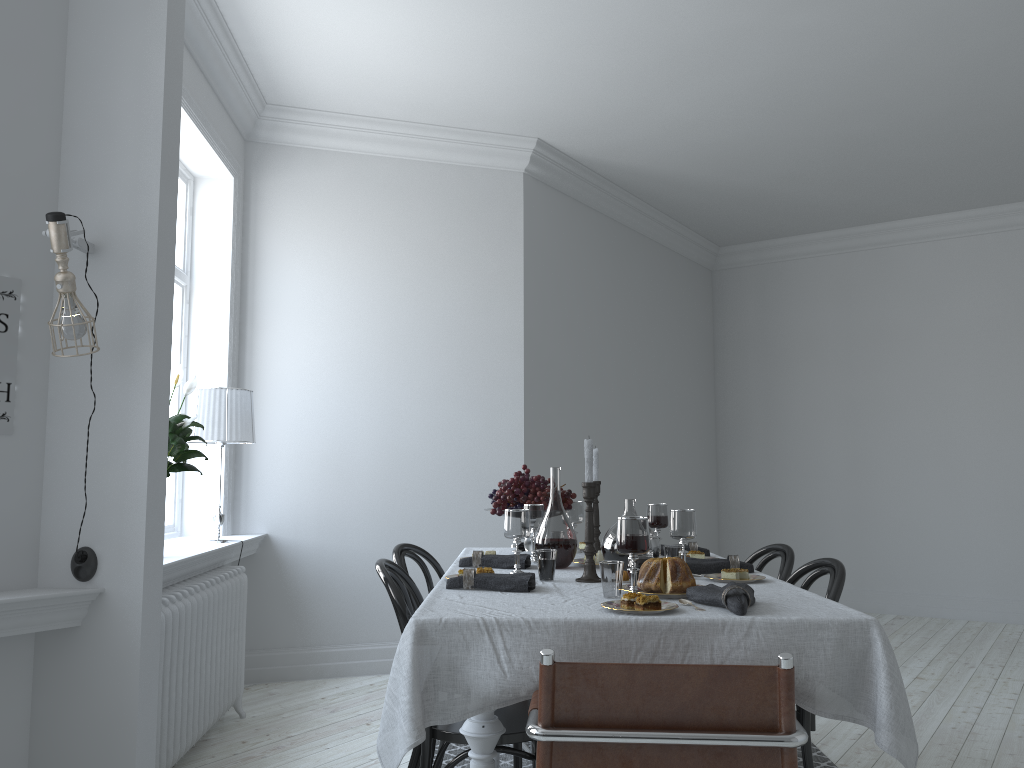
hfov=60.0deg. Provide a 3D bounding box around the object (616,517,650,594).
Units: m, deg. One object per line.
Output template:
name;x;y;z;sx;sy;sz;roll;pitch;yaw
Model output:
object;0.308;0.447;2.249;0.083;0.215;0.083;-5;-8;38

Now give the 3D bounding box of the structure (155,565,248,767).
structure;-1.361;1.182;3.552;0.245;0.753;1.710;0;-6;-4

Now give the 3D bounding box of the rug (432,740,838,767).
rug;0.434;1.456;2.907;1.701;0.021;2.166;0;-6;1

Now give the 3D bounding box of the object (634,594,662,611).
object;0.321;0.515;2.087;0.057;0.041;0.038;2;-7;-23

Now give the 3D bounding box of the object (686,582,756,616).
object;0.556;0.514;2.156;0.165;0.061;0.247;2;-6;-17

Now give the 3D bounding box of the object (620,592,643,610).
object;0.291;0.521;2.135;0.051;0.039;0.036;2;-6;-17

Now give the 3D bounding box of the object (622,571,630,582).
object;0.400;0.582;2.703;0.167;0.031;0.031;2;-6;-21

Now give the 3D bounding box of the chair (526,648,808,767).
chair;0.309;0.940;1.876;0.546;0.837;0.593;-1;-6;5

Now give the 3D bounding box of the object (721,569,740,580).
object;0.664;0.581;2.698;0.021;0.037;0.057;5;-8;-38

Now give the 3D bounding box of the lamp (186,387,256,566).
lamp;-1.461;0.692;4.414;0.335;1.331;0.335;-2;-6;21

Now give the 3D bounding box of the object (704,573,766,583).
object;0.680;0.595;2.709;0.182;0.013;0.182;5;-8;-41

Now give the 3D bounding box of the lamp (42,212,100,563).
lamp;-1.252;0.023;2.518;0.131;0.977;0.312;-1;-6;8

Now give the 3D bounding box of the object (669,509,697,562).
object;0.535;0.501;2.770;0.083;0.215;0.083;-5;-8;38

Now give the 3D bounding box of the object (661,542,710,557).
object;0.650;0.662;3.565;0.247;0.061;0.165;2;-6;-17

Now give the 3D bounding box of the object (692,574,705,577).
object;0.621;0.606;2.816;0.131;0.012;0.031;0;-6;1

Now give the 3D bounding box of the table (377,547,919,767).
table;0.309;1.043;2.928;1.210;0.842;2.179;0;-6;0

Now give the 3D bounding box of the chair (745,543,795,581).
chair;0.747;1.045;3.226;0.564;0.909;0.463;1;-6;-8

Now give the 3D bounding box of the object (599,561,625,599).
object;0.262;0.514;2.328;0.066;0.094;0.066;-3;-6;22

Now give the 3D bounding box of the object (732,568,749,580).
object;0.694;0.582;2.712;0.057;0.037;0.021;-3;-7;24

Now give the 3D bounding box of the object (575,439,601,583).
object;0.237;0.385;2.720;0.089;0.432;0.089;4;-7;-34

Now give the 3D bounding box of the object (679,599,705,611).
object;0.439;0.537;2.157;0.031;0.012;0.131;1;-6;-14

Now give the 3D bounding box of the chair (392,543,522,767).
chair;-0.156;1.049;3.253;0.564;0.909;0.463;-1;-6;12

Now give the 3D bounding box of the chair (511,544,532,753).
chair;0.278;1.162;3.988;0.546;0.837;0.593;1;-6;-11

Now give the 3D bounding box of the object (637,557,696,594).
object;0.428;0.520;2.408;0.164;0.105;0.191;4;-8;-37

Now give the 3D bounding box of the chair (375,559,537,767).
chair;-0.134;0.988;2.678;0.564;0.909;0.463;0;-6;-3

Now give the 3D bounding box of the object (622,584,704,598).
object;0.417;0.561;2.403;0.251;0.018;0.251;-4;-7;33

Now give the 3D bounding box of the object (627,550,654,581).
object;0.381;0.538;2.591;0.091;0.101;0.091;1;-6;-11

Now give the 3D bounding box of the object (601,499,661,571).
object;0.389;0.500;2.905;0.194;0.245;0.194;-2;-6;17

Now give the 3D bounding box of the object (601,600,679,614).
object;0.303;0.532;2.109;0.182;0.013;0.182;-4;-7;33

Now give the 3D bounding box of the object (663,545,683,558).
object;0.523;0.570;2.860;0.066;0.094;0.066;-3;-6;22

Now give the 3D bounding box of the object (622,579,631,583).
object;0.382;0.595;2.693;0.150;0.009;0.075;2;-6;-21

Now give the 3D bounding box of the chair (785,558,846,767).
chair;0.718;0.985;2.659;0.564;0.909;0.463;0;-6;-3
